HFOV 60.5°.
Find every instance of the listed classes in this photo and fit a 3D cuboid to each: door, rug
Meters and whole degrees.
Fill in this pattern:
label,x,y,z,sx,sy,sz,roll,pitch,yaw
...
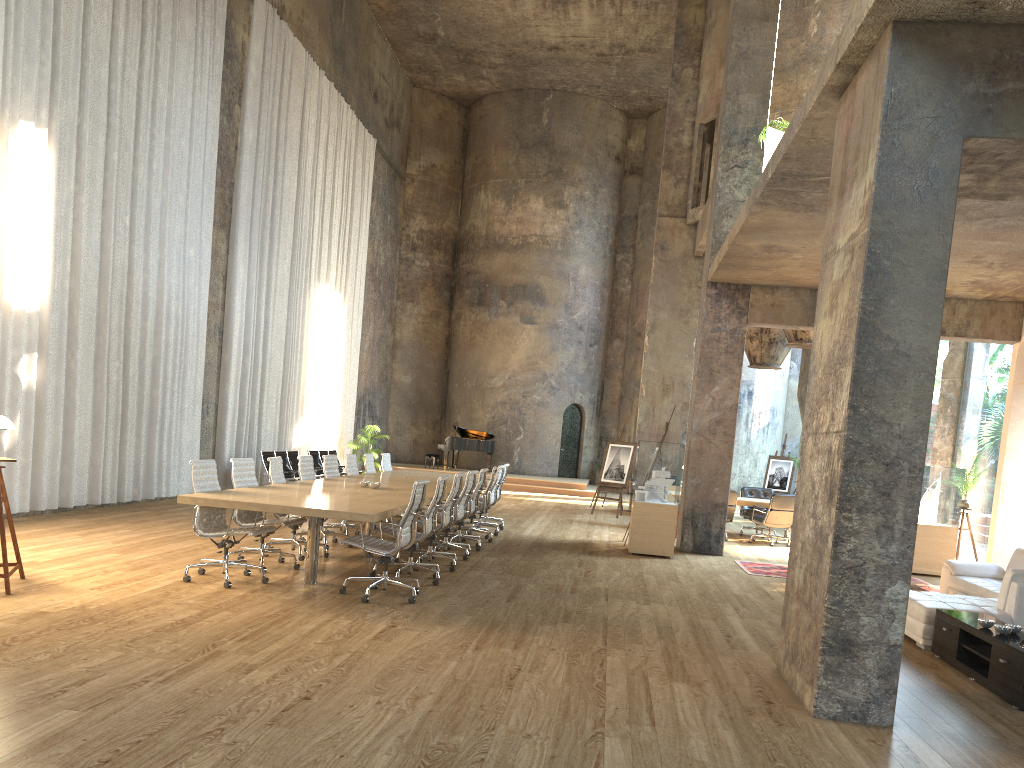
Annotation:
label,x,y,z,sx,sy,sz,roll,pitch,yaw
door,1.754,1.734,26.932,0.905,2.312,0.090,3,5,-35
rug,4.219,2.497,11.411,2.459,0.009,1.344,5,-3,6

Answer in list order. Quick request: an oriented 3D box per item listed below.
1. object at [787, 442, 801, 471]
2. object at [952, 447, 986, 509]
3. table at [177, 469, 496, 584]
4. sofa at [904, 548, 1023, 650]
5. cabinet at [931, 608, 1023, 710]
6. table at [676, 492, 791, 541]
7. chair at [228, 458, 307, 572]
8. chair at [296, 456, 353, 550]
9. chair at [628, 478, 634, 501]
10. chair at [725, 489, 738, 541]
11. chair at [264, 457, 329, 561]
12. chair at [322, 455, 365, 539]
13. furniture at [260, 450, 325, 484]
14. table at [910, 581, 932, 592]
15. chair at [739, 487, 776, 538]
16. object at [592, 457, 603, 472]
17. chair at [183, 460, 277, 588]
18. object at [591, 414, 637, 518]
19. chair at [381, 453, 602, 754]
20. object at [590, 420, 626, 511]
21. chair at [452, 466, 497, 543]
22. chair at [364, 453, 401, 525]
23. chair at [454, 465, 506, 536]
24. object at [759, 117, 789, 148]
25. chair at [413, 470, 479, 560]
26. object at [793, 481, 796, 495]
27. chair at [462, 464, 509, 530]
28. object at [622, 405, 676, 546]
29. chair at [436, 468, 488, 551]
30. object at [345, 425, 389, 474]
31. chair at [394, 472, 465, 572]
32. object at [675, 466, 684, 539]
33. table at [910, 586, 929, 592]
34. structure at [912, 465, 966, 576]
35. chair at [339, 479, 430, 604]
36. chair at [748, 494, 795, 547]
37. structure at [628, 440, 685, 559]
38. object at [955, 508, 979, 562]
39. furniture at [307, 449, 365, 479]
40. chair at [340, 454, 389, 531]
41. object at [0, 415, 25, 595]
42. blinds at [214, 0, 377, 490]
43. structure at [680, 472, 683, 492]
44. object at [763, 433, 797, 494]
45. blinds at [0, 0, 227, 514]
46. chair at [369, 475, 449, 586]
label,x,y,z,sx,sy,sz,roll,pitch,yaw
object,6.751,1.825,20.497,0.684,0.946,0.860,6,1,27
object,6.700,1.369,12.964,0.688,0.946,0.855,5,1,-3
table,-1.453,1.591,10.713,1.599,0.762,7.700,5,-3,7
sofa,4.533,1.990,8.467,2.061,0.725,2.923,5,-3,7
cabinet,3.471,1.946,6.274,0.395,0.371,1.559,5,-3,7
table,3.987,2.386,15.664,2.406,0.705,1.102,5,-1,6
chair,-2.353,1.247,8.444,0.697,1.032,0.664,5,2,15
chair,-2.162,1.369,10.220,0.697,1.032,0.663,5,2,12
chair,2.458,2.170,15.835,0.820,0.898,0.727,5,1,3
chair,3.417,2.202,14.996,0.729,0.898,0.818,5,1,0
chair,-2.256,1.306,9.293,0.698,1.032,0.662,5,2,6
chair,-2.060,1.431,11.093,0.697,1.032,0.664,5,2,15
furniture,-3.927,1.656,16.014,0.707,0.846,1.868,5,-2,7
table,4.030,2.254,9.545,0.858,0.248,0.369,5,-1,6
chair,4.588,2.385,16.357,0.728,0.898,0.819,5,1,7
object,2.895,2.684,27.281,0.909,0.997,0.906,5,1,18
chair,-2.421,1.189,7.583,0.697,1.032,0.663,5,2,12
object,2.188,1.678,18.066,0.695,2.162,0.685,8,5,38
chair,1.051,1.848,13.474,12.932,1.037,31.446,5,-3,7
object,2.296,1.801,19.951,0.679,2.162,0.701,7,4,32
chair,-0.554,1.613,11.966,0.698,1.032,0.662,5,2,6
chair,-1.860,1.556,12.896,0.697,1.032,0.663,5,2,10
chair,-0.466,1.671,12.817,0.697,1.032,0.664,5,2,15
object,3.892,-2.485,11.579,1.398,1.821,1.353,5,2,12
chair,-0.767,1.486,10.169,0.697,1.032,0.664,5,2,15
object,6.723,2.779,20.537,0.658,0.979,0.567,5,2,1
chair,-0.404,1.728,13.678,0.697,1.032,0.663,5,2,12
object,2.074,1.363,12.979,0.684,2.162,0.697,5,4,5
chair,-0.665,1.548,11.042,0.697,1.032,0.663,5,2,12
object,-3.590,1.732,21.897,1.092,1.466,1.123,5,1,-3
chair,-0.865,1.424,9.276,0.697,1.032,0.663,5,2,12
object,2.825,1.881,13.727,0.570,1.306,0.655,5,3,7
table,3.986,2.250,9.181,0.789,0.204,1.108,5,-3,7
structure,5.959,1.949,12.605,0.593,1.558,0.739,5,3,7
chair,-1.076,1.295,7.425,0.697,1.032,0.663,5,2,12
chair,4.421,2.284,14.919,0.732,0.898,0.815,4,1,-20
structure,1.971,1.576,12.113,0.593,1.558,0.739,5,3,7
object,6.557,2.315,13.035,0.661,0.979,0.565,4,3,-29
furniture,-3.658,1.821,18.383,0.707,0.846,1.868,5,-2,7
chair,-1.962,1.493,11.985,0.697,1.032,0.663,5,2,12
object,-3.794,0.878,6.488,0.566,1.306,0.659,7,4,40
blinds,-4.287,-2.190,18.949,0.274,8.700,7.804,5,1,8
structure,3.311,2.352,18.682,0.742,1.021,0.732,5,2,6
object,6.605,2.274,21.670,0.696,2.162,0.684,7,4,35
blinds,-5.261,-2.788,10.373,0.274,8.700,7.804,5,1,8
chair,-0.967,1.361,8.366,0.697,1.032,0.663,5,2,10
